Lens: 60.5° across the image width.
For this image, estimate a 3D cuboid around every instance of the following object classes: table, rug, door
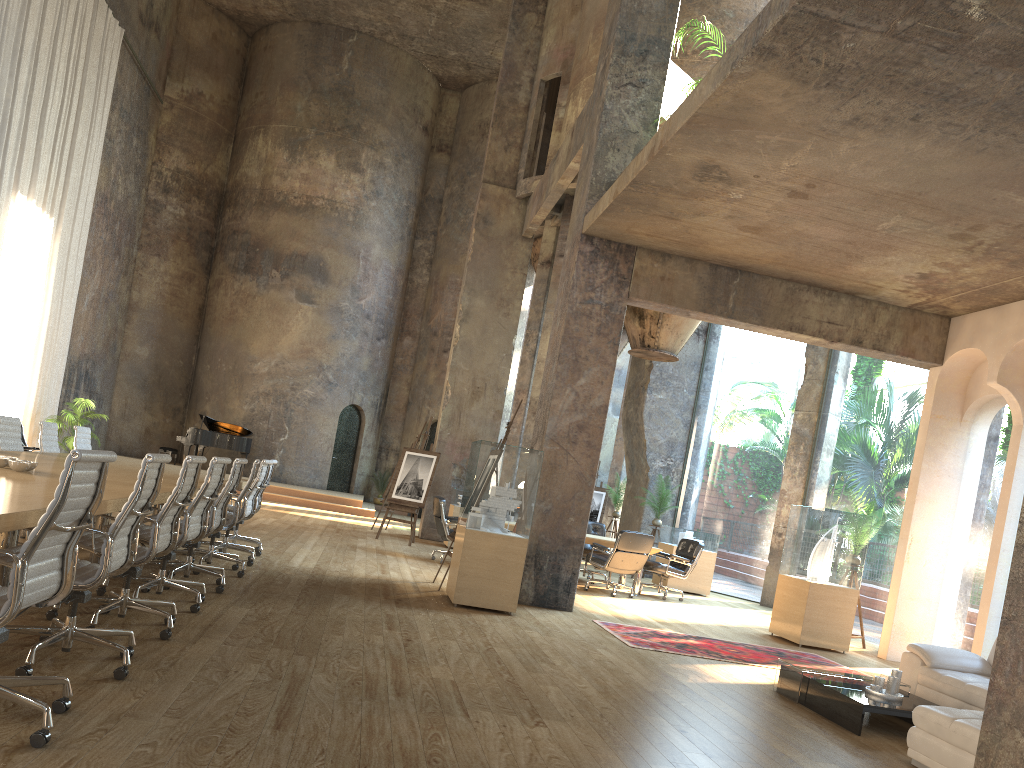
[{"bbox_3d":[0.747,2.432,12.373,2.419,0.699,1.105,11,-5,-9],"label":"table"},{"bbox_3d":[2.093,2.526,8.324,2.472,0.009,1.348,11,-7,-9],"label":"rug"},{"bbox_3d":[2.480,2.232,6.114,0.793,0.202,1.111,11,-7,-9],"label":"table"},{"bbox_3d":[-2.072,2.257,23.053,0.893,2.628,0.112,10,1,33],"label":"door"},{"bbox_3d":[2.424,2.244,6.478,0.863,0.246,0.370,11,-5,-9],"label":"table"},{"bbox_3d":[-3.096,0.968,6.130,1.607,0.756,7.723,11,-7,-8],"label":"table"},{"bbox_3d":[-4.342,1.641,22.670,0.090,2.293,0.913,11,0,39],"label":"door"}]

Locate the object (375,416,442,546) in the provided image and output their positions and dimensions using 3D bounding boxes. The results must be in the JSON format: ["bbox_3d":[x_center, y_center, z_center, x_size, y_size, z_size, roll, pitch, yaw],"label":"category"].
[{"bbox_3d":[-1.566,1.547,14.225,0.696,2.144,0.690,10,0,23],"label":"object"}]

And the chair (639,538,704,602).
[{"bbox_3d":[2.212,2.624,12.615,0.826,0.891,0.728,11,-2,-15],"label":"chair"}]

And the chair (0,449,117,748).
[{"bbox_3d":[-1.839,0.685,3.068,0.700,1.024,0.666,10,-1,-3],"label":"chair"}]

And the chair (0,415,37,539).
[{"bbox_3d":[-3.915,0.824,7.223,0.700,1.024,0.666,10,-1,-3],"label":"chair"}]

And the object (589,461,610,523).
[{"bbox_3d":[1.669,2.683,18.894,0.696,2.144,0.689,10,0,20],"label":"object"}]

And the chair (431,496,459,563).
[{"bbox_3d":[-0.749,2.044,12.127,0.825,0.891,0.728,11,-2,-13],"label":"chair"}]

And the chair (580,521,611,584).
[{"bbox_3d":[1.139,2.507,13.207,0.732,0.891,0.821,10,-3,-8],"label":"chair"}]

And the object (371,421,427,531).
[{"bbox_3d":[-1.972,1.700,16.072,0.680,2.144,0.706,10,0,17],"label":"object"}]

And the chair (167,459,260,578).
[{"bbox_3d":[-2.568,1.105,7.586,0.702,1.024,0.664,10,-2,-9],"label":"chair"}]

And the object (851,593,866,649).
[{"bbox_3d":[3.915,2.631,10.539,0.667,0.971,0.565,12,-2,-45],"label":"object"}]

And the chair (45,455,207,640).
[{"bbox_3d":[-2.138,0.856,4.909,0.700,1.024,0.666,10,-1,-3],"label":"chair"}]

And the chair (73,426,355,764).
[{"bbox_3d":[-1.447,1.538,9.473,12.998,1.029,31.541,11,-7,-8],"label":"chair"}]

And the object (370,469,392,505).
[{"bbox_3d":[-3.408,2.719,23.285,0.911,0.989,0.911,10,-3,2],"label":"object"}]

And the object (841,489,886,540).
[{"bbox_3d":[4.138,1.708,10.542,0.693,0.938,0.856,11,-3,-18],"label":"object"}]

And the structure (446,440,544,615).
[{"bbox_3d":[-0.184,1.361,8.419,0.596,1.545,0.741,10,-1,-9],"label":"structure"}]

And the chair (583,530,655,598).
[{"bbox_3d":[1.369,2.373,11.775,0.738,0.891,0.814,12,-3,-35],"label":"chair"}]

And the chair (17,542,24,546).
[{"bbox_3d":[-3.768,0.743,6.337,0.699,1.024,0.667,10,-1,0],"label":"chair"}]

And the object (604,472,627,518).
[{"bbox_3d":[2.153,2.242,17.817,0.685,0.938,0.866,10,-3,12],"label":"object"}]

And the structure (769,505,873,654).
[{"bbox_3d":[3.482,2.194,9.972,0.596,1.545,0.741,10,-1,-9],"label":"structure"}]

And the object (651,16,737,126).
[{"bbox_3d":[2.088,-2.452,8.572,1.403,1.806,1.358,10,-2,-3],"label":"object"}]

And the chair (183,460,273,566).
[{"bbox_3d":[-2.714,1.182,8.429,0.699,1.024,0.667,10,-1,0],"label":"chair"}]

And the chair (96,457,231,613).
[{"bbox_3d":[-2.285,0.938,5.795,0.699,1.024,0.667,10,-1,0],"label":"chair"}]

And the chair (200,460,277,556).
[{"bbox_3d":[-2.887,1.254,9.276,0.700,1.024,0.666,10,-1,-3],"label":"chair"}]

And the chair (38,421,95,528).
[{"bbox_3d":[-4.064,0.908,8.128,0.700,1.024,0.665,10,-1,-5],"label":"chair"}]

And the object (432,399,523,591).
[{"bbox_3d":[-0.301,1.171,9.292,0.687,2.144,0.699,10,0,-10],"label":"object"}]

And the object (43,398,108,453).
[{"bbox_3d":[-8.126,0.975,16.345,1.100,1.454,1.124,11,-2,-18],"label":"object"}]

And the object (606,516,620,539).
[{"bbox_3d":[2.048,3.186,17.814,0.662,0.971,0.568,10,-1,-15],"label":"object"}]

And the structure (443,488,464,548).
[{"bbox_3d":[-0.700,2.351,15.104,0.746,1.013,0.735,10,-2,-9],"label":"structure"}]

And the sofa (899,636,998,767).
[{"bbox_3d":[3.212,2.029,5.584,2.072,0.720,2.932,11,-6,-9],"label":"sofa"}]

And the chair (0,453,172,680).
[{"bbox_3d":[-1.989,0.772,4.004,0.700,1.024,0.665,10,-1,-5],"label":"chair"}]

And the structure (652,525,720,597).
[{"bbox_3d":[2.831,2.884,14.374,0.738,1.013,0.743,10,-2,-9],"label":"structure"}]

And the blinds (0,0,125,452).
[{"bbox_3d":[-7.733,-3.026,13.443,0.276,8.628,7.831,10,-3,-7],"label":"blinds"}]

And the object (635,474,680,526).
[{"bbox_3d":[2.528,2.013,15.387,0.861,0.939,0.688,10,-2,-6],"label":"object"}]

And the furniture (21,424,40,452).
[{"bbox_3d":[-7.265,1.020,12.928,0.711,0.839,1.874,10,-6,-8],"label":"furniture"}]

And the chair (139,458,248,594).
[{"bbox_3d":[-2.424,1.019,6.665,0.700,1.024,0.666,10,-1,-3],"label":"chair"}]

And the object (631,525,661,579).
[{"bbox_3d":[2.528,2.971,15.348,0.565,0.971,0.666,9,-2,27],"label":"object"}]
